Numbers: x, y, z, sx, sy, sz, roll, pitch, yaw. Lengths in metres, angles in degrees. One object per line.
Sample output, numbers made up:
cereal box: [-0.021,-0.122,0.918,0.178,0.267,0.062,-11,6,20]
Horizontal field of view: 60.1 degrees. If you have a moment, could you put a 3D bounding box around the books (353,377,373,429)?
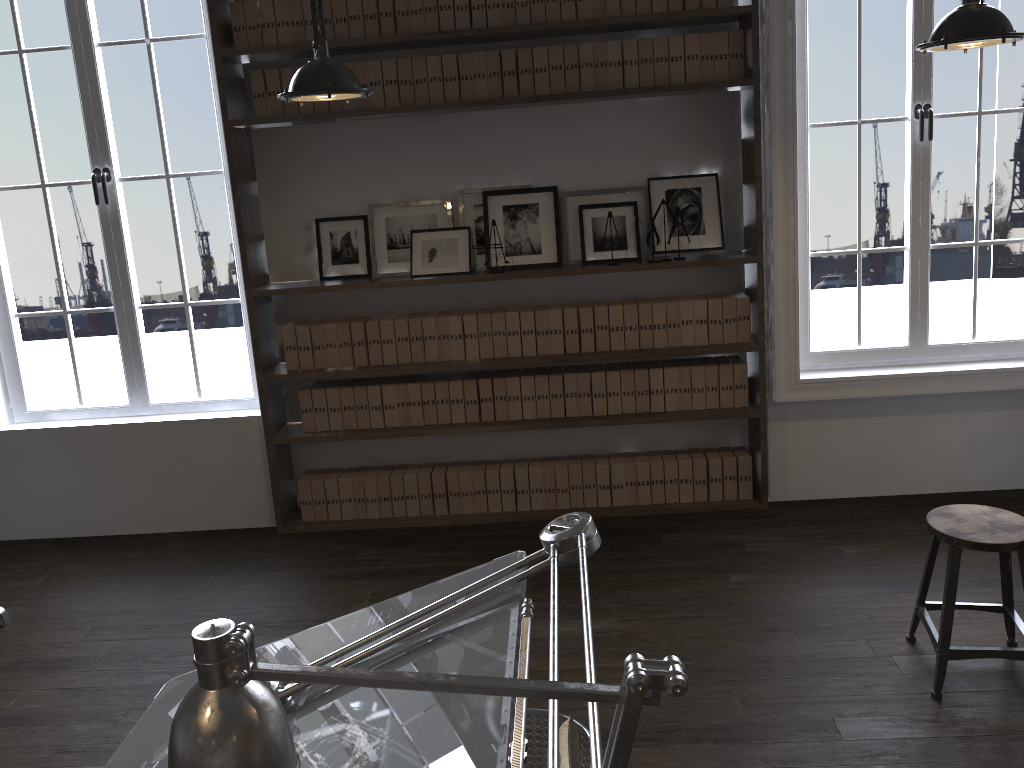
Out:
books: [-0.750,0.097,4.536,0.066,0.223,0.176,-4,12,4]

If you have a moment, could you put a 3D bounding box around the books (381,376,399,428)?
books: [-0.608,0.089,4.525,0.066,0.223,0.176,-4,12,4]

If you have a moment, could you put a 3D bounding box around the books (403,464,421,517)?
books: [-0.509,0.553,4.612,0.066,0.223,0.176,-4,12,4]

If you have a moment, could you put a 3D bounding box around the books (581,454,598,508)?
books: [0.398,0.498,4.559,0.066,0.223,0.176,-4,12,4]

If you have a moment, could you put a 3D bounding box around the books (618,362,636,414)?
books: [0.577,0.018,4.455,0.066,0.223,0.176,-4,12,4]

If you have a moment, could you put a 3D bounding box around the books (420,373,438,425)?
books: [-0.411,0.077,4.516,0.066,0.223,0.176,-4,12,4]

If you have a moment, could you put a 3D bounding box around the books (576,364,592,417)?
books: [0.363,0.032,4.461,0.067,0.223,0.176,-4,12,4]

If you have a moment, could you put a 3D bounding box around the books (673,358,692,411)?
books: [0.851,0.002,4.436,0.066,0.223,0.176,-4,12,4]

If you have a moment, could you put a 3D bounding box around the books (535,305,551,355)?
books: [0.156,-0.269,4.411,0.067,0.223,0.176,-4,12,4]

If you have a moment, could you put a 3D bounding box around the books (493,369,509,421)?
books: [-0.051,0.055,4.494,0.066,0.223,0.176,-4,12,4]

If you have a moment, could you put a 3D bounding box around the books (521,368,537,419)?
books: [0.087,0.048,4.482,0.066,0.223,0.176,-4,12,4]

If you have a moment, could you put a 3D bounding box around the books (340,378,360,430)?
books: [-0.819,0.101,4.542,0.066,0.223,0.176,-4,12,4]

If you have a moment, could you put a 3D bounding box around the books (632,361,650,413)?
books: [0.647,0.014,4.449,0.066,0.223,0.176,-4,12,4]

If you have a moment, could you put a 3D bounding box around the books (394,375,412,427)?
books: [-0.545,0.085,4.523,0.066,0.223,0.176,-4,12,4]

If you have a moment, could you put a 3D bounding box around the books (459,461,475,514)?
books: [-0.224,0.535,4.597,0.066,0.223,0.176,-4,12,4]

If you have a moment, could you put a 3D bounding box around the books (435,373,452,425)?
books: [-0.341,0.073,4.511,0.066,0.223,0.176,-4,12,4]

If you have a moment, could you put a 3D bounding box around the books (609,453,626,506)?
books: [0.540,0.490,4.548,0.066,0.223,0.176,-4,12,4]

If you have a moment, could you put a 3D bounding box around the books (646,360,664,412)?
books: [0.716,0.011,4.441,0.067,0.223,0.176,-4,12,4]

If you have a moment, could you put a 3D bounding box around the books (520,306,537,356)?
books: [0.084,-0.265,4.416,0.066,0.223,0.176,-4,12,4]

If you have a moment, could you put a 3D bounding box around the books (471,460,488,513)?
books: [-0.161,0.532,4.588,0.067,0.223,0.176,-4,12,4]

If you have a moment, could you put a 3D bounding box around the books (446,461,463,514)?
books: [-0.289,0.538,4.603,0.066,0.223,0.176,-4,12,4]

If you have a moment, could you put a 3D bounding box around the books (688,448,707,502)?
books: [0.948,0.465,4.526,0.066,0.223,0.176,-4,12,4]

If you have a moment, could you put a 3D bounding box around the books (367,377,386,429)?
books: [-0.680,0.094,4.528,0.067,0.223,0.176,-4,12,4]

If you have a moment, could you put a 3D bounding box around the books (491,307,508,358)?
books: [-0.057,-0.258,4.432,0.066,0.223,0.176,-4,12,4]

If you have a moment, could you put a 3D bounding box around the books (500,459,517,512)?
books: [-0.017,0.523,4.583,0.066,0.223,0.176,-4,12,4]

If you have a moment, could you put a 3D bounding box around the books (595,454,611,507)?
books: [0.468,0.494,4.551,0.067,0.223,0.176,-4,12,4]

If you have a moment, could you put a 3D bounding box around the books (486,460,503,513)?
books: [-0.089,0.528,4.584,0.066,0.223,0.176,-4,12,4]

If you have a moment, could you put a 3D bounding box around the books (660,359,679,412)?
books: [0.789,0.006,4.438,0.066,0.223,0.176,-4,12,4]

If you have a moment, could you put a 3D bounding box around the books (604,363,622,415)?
books: [0.507,0.023,4.456,0.066,0.223,0.176,-4,12,4]

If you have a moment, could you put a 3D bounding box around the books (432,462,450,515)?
books: [-0.363,0.544,4.602,0.067,0.223,0.176,-4,12,4]

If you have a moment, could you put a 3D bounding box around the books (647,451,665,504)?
books: [0.736,0.477,4.539,0.066,0.223,0.176,-4,12,4]

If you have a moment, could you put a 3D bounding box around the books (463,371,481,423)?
books: [-0.199,0.064,4.503,0.066,0.223,0.176,-4,12,4]

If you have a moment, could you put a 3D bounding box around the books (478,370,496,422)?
books: [-0.125,0.061,4.493,0.067,0.223,0.176,-4,12,4]

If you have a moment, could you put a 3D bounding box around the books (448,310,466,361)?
books: [-0.269,-0.245,4.441,0.066,0.223,0.176,-4,12,4]

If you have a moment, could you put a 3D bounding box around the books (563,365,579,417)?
books: [0.300,0.035,4.470,0.066,0.223,0.176,-4,12,4]

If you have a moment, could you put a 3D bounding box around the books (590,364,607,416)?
books: [0.435,0.028,4.457,0.066,0.223,0.176,-4,12,4]

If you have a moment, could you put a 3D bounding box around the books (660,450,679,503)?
books: [0.807,0.473,4.534,0.066,0.223,0.176,-4,12,4]

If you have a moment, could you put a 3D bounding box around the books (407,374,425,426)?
books: [-0.479,0.082,4.514,0.067,0.223,0.176,-4,12,4]

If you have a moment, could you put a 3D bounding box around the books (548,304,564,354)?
books: [0.219,-0.274,4.412,0.066,0.223,0.176,-4,12,4]

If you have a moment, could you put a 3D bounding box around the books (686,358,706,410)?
books: [0.918,-0.001,4.427,0.067,0.223,0.176,-4,12,4]

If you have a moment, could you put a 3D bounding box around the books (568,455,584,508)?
books: [0.328,0.501,4.565,0.066,0.223,0.176,-4,12,4]

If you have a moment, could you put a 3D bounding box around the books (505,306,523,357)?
books: [0.012,-0.261,4.424,0.066,0.223,0.176,-4,12,4]

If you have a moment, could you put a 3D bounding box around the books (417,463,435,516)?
books: [-0.438,0.547,4.612,0.066,0.223,0.176,-4,12,4]

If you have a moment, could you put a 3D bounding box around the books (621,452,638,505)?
books: [0.603,0.486,4.546,0.066,0.223,0.176,-4,12,4]

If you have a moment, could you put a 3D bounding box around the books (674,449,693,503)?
books: [0.877,0.470,4.526,0.066,0.223,0.176,-4,12,4]

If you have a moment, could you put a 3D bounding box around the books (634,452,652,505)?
books: [0.669,0.483,4.537,0.067,0.223,0.176,-4,12,4]
